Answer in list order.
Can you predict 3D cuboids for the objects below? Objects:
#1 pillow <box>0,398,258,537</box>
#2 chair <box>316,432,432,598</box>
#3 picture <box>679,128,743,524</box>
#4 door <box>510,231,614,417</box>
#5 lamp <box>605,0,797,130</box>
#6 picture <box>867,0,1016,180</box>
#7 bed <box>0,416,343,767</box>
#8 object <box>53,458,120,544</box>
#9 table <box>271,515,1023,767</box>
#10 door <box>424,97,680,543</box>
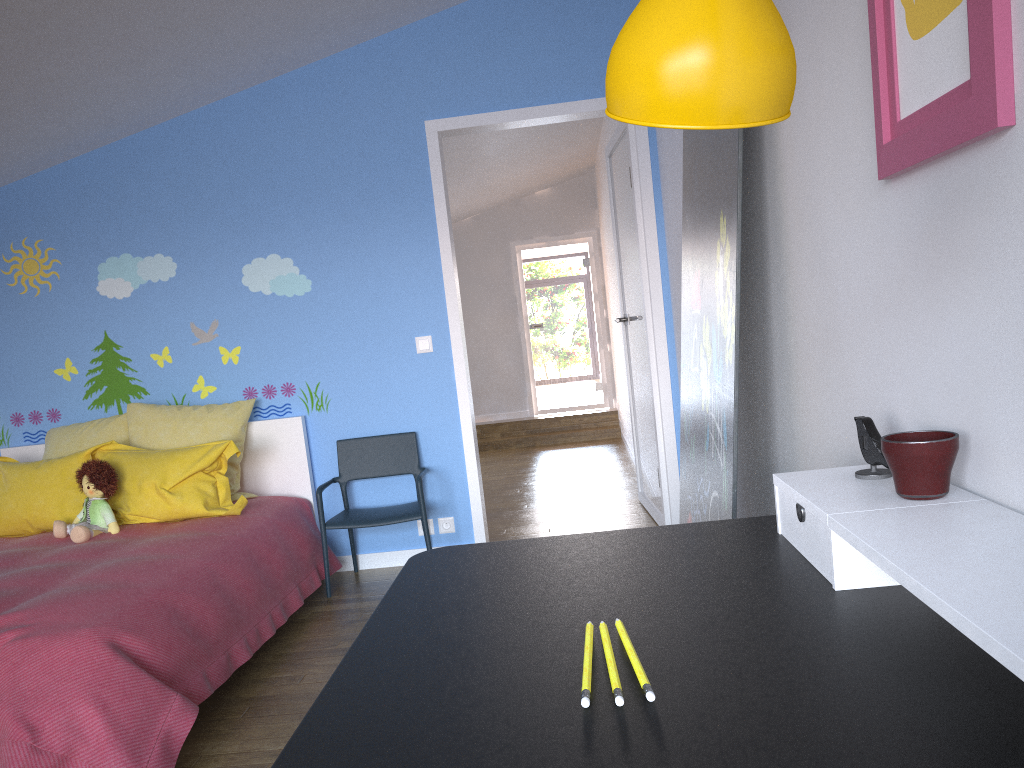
[{"bbox_3d":[-1.812,0.370,4.062,1.345,0.535,0.675,-6,5,5],"label":"pillow"},{"bbox_3d":[-0.628,0.600,4.196,0.512,0.678,0.414,-6,6,1],"label":"chair"},{"bbox_3d":[0.544,-0.098,2.497,0.208,2.031,0.952,-6,6,4],"label":"picture"},{"bbox_3d":[0.615,-0.710,10.780,1.033,2.142,0.161,-6,7,4],"label":"door"},{"bbox_3d":[0.203,-0.013,0.503,0.161,0.669,0.556,-8,6,-12],"label":"lamp"},{"bbox_3d":[0.497,-0.483,0.732,0.027,0.442,1.146,-6,4,4],"label":"picture"},{"bbox_3d":[-1.807,0.723,3.320,1.927,0.816,2.304,-6,4,4],"label":"bed"},{"bbox_3d":[-1.759,0.485,3.673,0.286,0.344,0.249,-2,7,38],"label":"object"},{"bbox_3d":[0.228,0.676,0.941,0.807,0.763,1.327,-6,5,4],"label":"table"},{"bbox_3d":[0.248,-0.274,4.753,1.033,2.142,0.992,-6,6,4],"label":"door"}]
